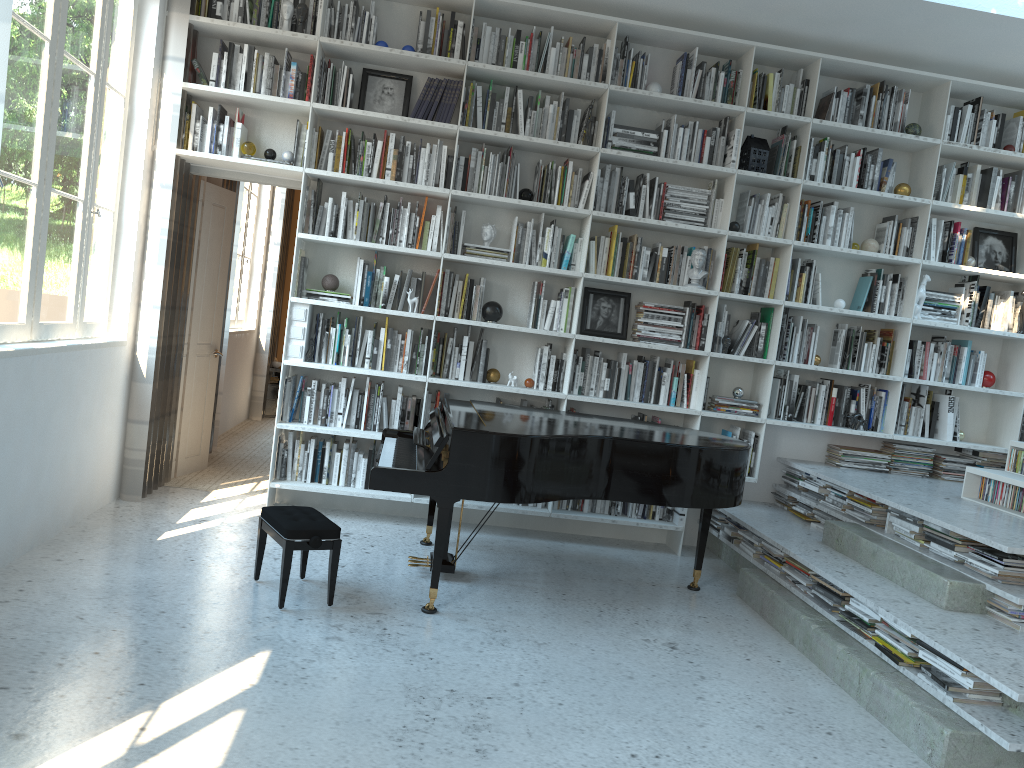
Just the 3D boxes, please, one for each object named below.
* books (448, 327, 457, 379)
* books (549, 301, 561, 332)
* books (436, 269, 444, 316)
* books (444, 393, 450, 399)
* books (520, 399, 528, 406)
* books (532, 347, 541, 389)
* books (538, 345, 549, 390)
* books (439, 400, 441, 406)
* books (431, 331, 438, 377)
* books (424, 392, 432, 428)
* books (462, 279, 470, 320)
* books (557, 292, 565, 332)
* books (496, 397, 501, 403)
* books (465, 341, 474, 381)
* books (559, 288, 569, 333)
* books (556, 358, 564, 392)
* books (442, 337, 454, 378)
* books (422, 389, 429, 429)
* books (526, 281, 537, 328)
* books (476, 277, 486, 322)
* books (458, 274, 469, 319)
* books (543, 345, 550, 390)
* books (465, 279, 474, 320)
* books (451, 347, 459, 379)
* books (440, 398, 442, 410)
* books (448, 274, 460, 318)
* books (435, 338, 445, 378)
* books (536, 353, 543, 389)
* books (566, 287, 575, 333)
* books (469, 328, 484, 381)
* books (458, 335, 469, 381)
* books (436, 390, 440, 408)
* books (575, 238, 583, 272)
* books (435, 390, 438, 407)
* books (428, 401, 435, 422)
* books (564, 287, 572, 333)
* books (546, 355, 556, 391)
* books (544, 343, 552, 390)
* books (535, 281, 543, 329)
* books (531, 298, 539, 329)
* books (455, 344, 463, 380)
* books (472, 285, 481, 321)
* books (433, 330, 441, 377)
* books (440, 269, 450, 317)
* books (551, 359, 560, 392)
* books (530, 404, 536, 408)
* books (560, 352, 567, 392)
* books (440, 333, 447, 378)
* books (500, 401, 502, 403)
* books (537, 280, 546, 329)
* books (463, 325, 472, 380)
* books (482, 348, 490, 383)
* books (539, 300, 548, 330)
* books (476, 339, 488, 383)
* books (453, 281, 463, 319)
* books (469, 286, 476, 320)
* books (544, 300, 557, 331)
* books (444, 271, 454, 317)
[{"bbox_3d":[-0.365,-0.192,5.429,0.014,0.313,0.166,7,4,-7],"label":"books"},{"bbox_3d":[0.266,-0.419,5.484,0.024,0.188,0.172,7,4,-7],"label":"books"},{"bbox_3d":[-0.442,-0.556,5.403,0.012,0.285,0.159,7,4,-7],"label":"books"},{"bbox_3d":[-0.418,0.196,5.478,0.026,0.274,0.146,7,4,-7],"label":"books"},{"bbox_3d":[0.058,0.244,5.537,0.025,0.294,0.134,7,4,-7],"label":"books"},{"bbox_3d":[0.149,-0.099,5.504,0.012,0.254,0.160,7,4,-7],"label":"books"},{"bbox_3d":[0.185,-0.102,5.497,0.027,0.269,0.158,7,4,-7],"label":"books"},{"bbox_3d":[-0.459,0.214,5.459,0.010,0.228,0.168,7,4,-7],"label":"books"},{"bbox_3d":[-0.477,-0.188,5.431,0.013,0.276,0.147,7,4,-7],"label":"books"},{"bbox_3d":[-0.522,0.187,5.462,0.023,0.266,0.134,7,4,-7],"label":"books"},{"bbox_3d":[-0.283,-0.515,5.416,0.014,0.244,0.152,7,4,-7],"label":"books"},{"bbox_3d":[0.289,-0.444,5.473,0.012,0.245,0.171,7,4,-7],"label":"books"},{"bbox_3d":[-0.102,0.229,5.508,0.012,0.285,0.159,7,4,-7],"label":"books"},{"bbox_3d":[-0.266,-0.144,5.458,0.029,0.241,0.135,7,4,-7],"label":"books"},{"bbox_3d":[0.309,-0.455,5.481,0.027,0.270,0.178,7,4,-7],"label":"books"},{"bbox_3d":[0.287,-0.055,5.521,0.024,0.201,0.158,7,4,-7],"label":"books"},{"bbox_3d":[-0.396,-0.163,5.429,0.042,0.248,0.162,7,4,-7],"label":"books"},{"bbox_3d":[-0.538,0.175,5.458,0.012,0.285,0.159,7,4,-7],"label":"books"},{"bbox_3d":[0.122,-0.486,5.462,0.012,0.285,0.159,7,4,-7],"label":"books"},{"bbox_3d":[-0.196,-0.516,5.432,0.028,0.266,0.144,7,4,-7],"label":"books"},{"bbox_3d":[-0.299,-0.531,5.392,0.026,0.274,0.190,7,4,-7],"label":"books"},{"bbox_3d":[0.203,-0.104,5.513,0.010,0.277,0.155,7,4,-7],"label":"books"},{"bbox_3d":[-0.263,-0.516,5.434,0.028,0.248,0.142,7,4,-7],"label":"books"},{"bbox_3d":[-0.354,-0.132,5.440,0.024,0.196,0.156,7,4,-7],"label":"books"},{"bbox_3d":[-0.441,0.212,5.451,0.023,0.238,0.172,7,4,-7],"label":"books"},{"bbox_3d":[-0.357,-0.534,5.403,0.036,0.263,0.166,7,4,-7],"label":"books"},{"bbox_3d":[-0.444,-0.164,5.424,0.030,0.239,0.157,7,4,-7],"label":"books"},{"bbox_3d":[0.160,-0.084,5.514,0.015,0.225,0.148,7,4,-7],"label":"books"},{"bbox_3d":[0.345,-0.456,5.478,0.021,0.282,0.161,7,4,-7],"label":"books"},{"bbox_3d":[-0.220,-0.181,5.444,0.050,0.328,0.166,7,4,-7],"label":"books"},{"bbox_3d":[-0.302,-0.162,5.436,0.027,0.269,0.185,7,4,-7],"label":"books"},{"bbox_3d":[-0.468,0.183,5.463,0.013,0.288,0.160,7,4,-7],"label":"books"},{"bbox_3d":[0.401,-0.787,5.475,0.026,0.217,0.126,7,4,-7],"label":"books"},{"bbox_3d":[-0.479,0.185,5.459,0.010,0.282,0.149,7,4,-7],"label":"books"},{"bbox_3d":[-0.501,0.216,5.462,0.026,0.213,0.139,7,4,-7],"label":"books"},{"bbox_3d":[0.329,-0.456,5.474,0.011,0.279,0.187,7,4,-7],"label":"books"},{"bbox_3d":[0.233,-0.071,5.507,0.029,0.221,0.153,7,4,-7],"label":"books"},{"bbox_3d":[0.216,-0.109,5.510,0.014,0.291,0.131,7,4,-7],"label":"books"},{"bbox_3d":[0.158,-0.485,5.473,0.011,0.292,0.155,7,4,-7],"label":"books"},{"bbox_3d":[0.134,-0.434,5.464,0.025,0.186,0.153,7,4,-7],"label":"books"},{"bbox_3d":[-0.330,-0.138,5.438,0.021,0.215,0.171,7,4,-7],"label":"books"},{"bbox_3d":[-0.225,-0.494,5.416,0.028,0.216,0.175,7,4,-7],"label":"books"},{"bbox_3d":[-0.463,-0.189,5.423,0.013,0.283,0.146,7,4,-7],"label":"books"},{"bbox_3d":[-0.411,-0.552,5.398,0.025,0.285,0.145,7,4,-7],"label":"books"},{"bbox_3d":[0.259,-0.056,5.531,0.031,0.195,0.142,7,4,-7],"label":"books"},{"bbox_3d":[0.114,0.267,5.506,0.011,0.266,0.190,7,4,-7],"label":"books"},{"bbox_3d":[0.308,-0.075,5.547,0.019,0.242,0.107,7,4,-7],"label":"books"},{"bbox_3d":[-0.420,-0.178,5.417,0.012,0.273,0.181,7,4,-7],"label":"books"},{"bbox_3d":[-0.090,0.238,5.505,0.012,0.271,0.142,7,4,-7],"label":"books"},{"bbox_3d":[0.170,-0.487,5.471,0.012,0.298,0.166,7,4,-7],"label":"books"},{"bbox_3d":[-0.281,-0.196,5.460,0.013,0.339,0.137,7,4,-7],"label":"books"},{"bbox_3d":[-0.166,-0.117,5.469,0.023,0.212,0.160,7,4,-7],"label":"books"},{"bbox_3d":[0.182,-0.428,5.484,0.030,0.183,0.154,7,4,-7],"label":"books"},{"bbox_3d":[-0.186,-0.143,5.449,0.027,0.261,0.163,7,4,-7],"label":"books"},{"bbox_3d":[-0.329,-0.513,5.411,0.025,0.228,0.152,7,4,-7],"label":"books"},{"bbox_3d":[-0.245,-0.492,5.418,0.011,0.208,0.180,7,4,-7],"label":"books"},{"bbox_3d":[0.227,-0.424,5.474,0.057,0.189,0.155,7,4,-7],"label":"books"},{"bbox_3d":[-0.387,-0.544,5.406,0.026,0.275,0.154,7,4,-7],"label":"books"}]
